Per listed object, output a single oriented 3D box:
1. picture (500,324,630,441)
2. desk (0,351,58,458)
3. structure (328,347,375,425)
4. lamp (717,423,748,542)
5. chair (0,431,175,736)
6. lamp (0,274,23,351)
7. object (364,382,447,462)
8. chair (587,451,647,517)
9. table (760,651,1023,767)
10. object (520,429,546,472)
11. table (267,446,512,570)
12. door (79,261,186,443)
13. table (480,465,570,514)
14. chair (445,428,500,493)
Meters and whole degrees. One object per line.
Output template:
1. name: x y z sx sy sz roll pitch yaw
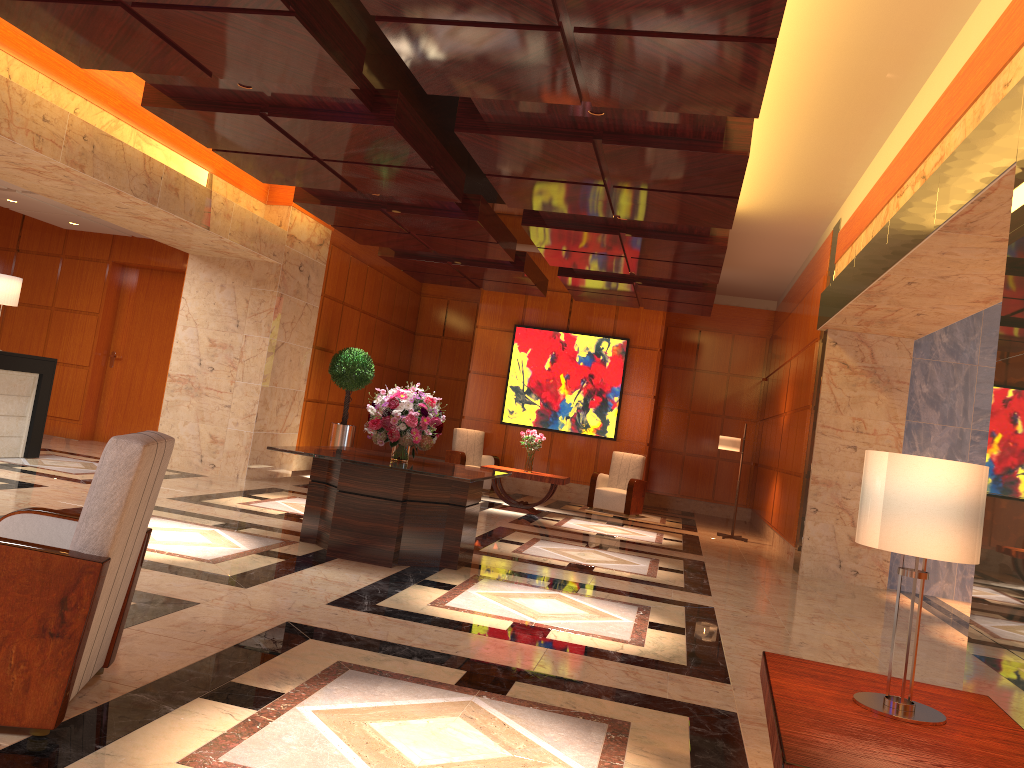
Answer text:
1. picture: 0.895 -0.040 15.102 1.998 1.742 0.056 8 -5 11
2. desk: -6.017 0.114 8.780 0.942 1.144 2.915 8 -3 11
3. structure: -2.492 0.279 13.355 0.721 1.718 0.720 9 -4 -11
4. lamp: 3.175 1.381 12.711 0.527 1.666 0.358 8 -5 1
5. chair: -1.639 0.613 3.126 0.628 0.964 0.736 9 -4 -10
6. lamp: -5.643 -0.786 9.700 0.373 0.823 0.371 5 -5 36
7. object: -0.879 0.305 7.316 0.650 0.660 0.678 8 -3 2
8. chair: 1.709 1.571 14.122 0.739 0.964 0.625 6 -5 30
9. table: 1.052 1.203 2.436 0.725 0.536 1.163 8 -3 14
10. object: 0.264 0.934 12.422 0.351 0.598 0.325 6 -5 31
11. table: -0.979 1.001 7.278 1.602 0.747 1.594 8 -3 11
12. door: -5.507 -0.407 13.140 1.287 2.705 0.339 8 -5 11
13. table: 0.161 1.490 12.350 1.169 0.536 0.722 8 -3 11
14. chair: -0.658 1.242 14.599 0.735 0.964 0.629 11 -5 -30
